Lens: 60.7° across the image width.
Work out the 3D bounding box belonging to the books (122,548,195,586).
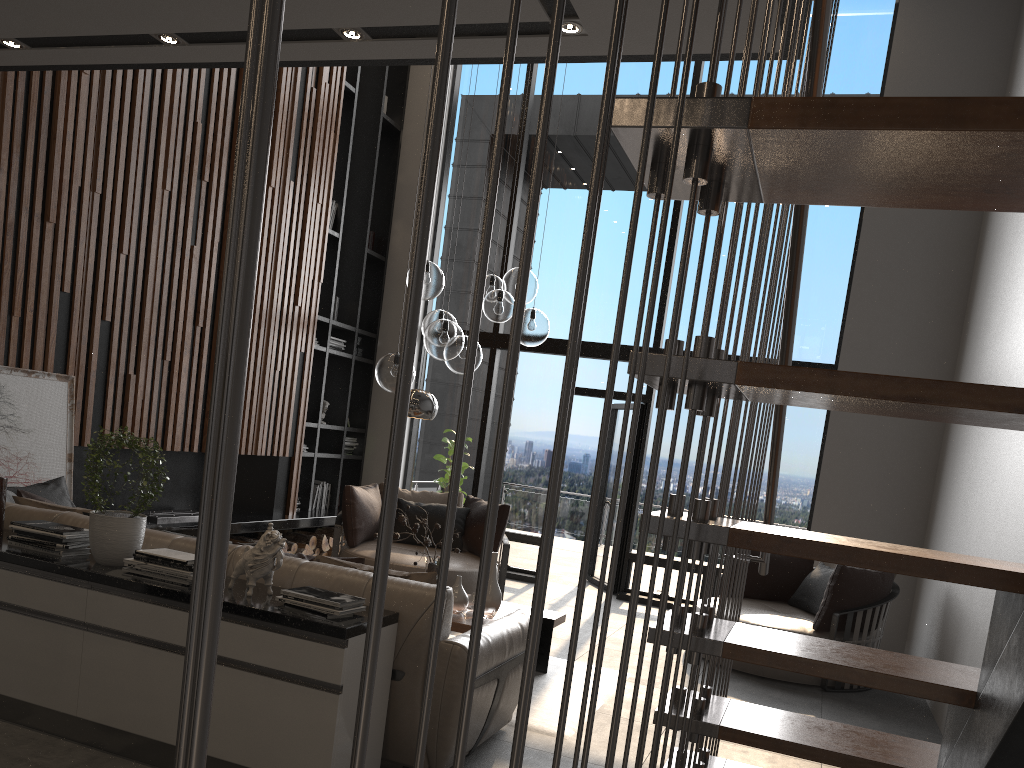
[{"bbox_3d":[-1.345,0.726,3.487,0.345,0.101,0.194,7,-2,19],"label":"books"}]

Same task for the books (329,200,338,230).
[{"bbox_3d":[-1.844,-1.634,8.324,0.184,0.302,0.368,9,0,20],"label":"books"}]

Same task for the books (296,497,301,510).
[{"bbox_3d":[-2.250,1.160,8.565,0.217,0.128,0.339,7,-3,19],"label":"books"}]

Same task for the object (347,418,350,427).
[{"bbox_3d":[-1.827,0.314,9.401,0.130,0.284,0.251,8,2,12],"label":"object"}]

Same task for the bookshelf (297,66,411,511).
[{"bbox_3d":[-1.743,-1.375,8.772,0.335,5.375,1.452,10,5,20],"label":"bookshelf"}]

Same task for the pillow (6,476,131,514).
[{"bbox_3d":[-2.438,0.819,4.695,0.767,0.552,1.366,8,-2,-40],"label":"pillow"}]

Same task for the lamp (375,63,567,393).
[{"bbox_3d":[-0.005,-2.377,5.161,1.223,5.053,1.223,9,5,17],"label":"lamp"}]

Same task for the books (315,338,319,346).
[{"bbox_3d":[-2.032,-0.429,8.427,0.325,0.072,0.175,7,-3,19],"label":"books"}]

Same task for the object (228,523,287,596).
[{"bbox_3d":[-0.983,0.671,3.381,0.204,0.293,0.136,10,4,39],"label":"object"}]

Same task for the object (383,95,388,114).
[{"bbox_3d":[-1.378,-2.873,9.099,0.082,0.263,0.134,10,4,30],"label":"object"}]

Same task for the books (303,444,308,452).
[{"bbox_3d":[-2.152,0.606,8.504,0.217,0.079,0.323,7,-3,19],"label":"books"}]

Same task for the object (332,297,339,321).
[{"bbox_3d":[-1.818,-0.749,8.842,0.104,0.262,0.103,8,4,-1],"label":"object"}]

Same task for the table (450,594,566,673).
[{"bbox_3d":[-0.497,1.548,5.524,1.442,0.358,0.900,7,-3,19],"label":"table"}]

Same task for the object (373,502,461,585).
[{"bbox_3d":[-0.613,1.054,5.537,0.544,0.610,0.313,7,3,-10],"label":"object"}]

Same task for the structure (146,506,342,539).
[{"bbox_3d":[-2.827,1.253,6.614,0.662,0.461,6.552,7,-4,20],"label":"structure"}]

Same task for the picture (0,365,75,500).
[{"bbox_3d":[-2.938,0.412,5.260,0.100,1.009,0.728,10,3,20],"label":"picture"}]

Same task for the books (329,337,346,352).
[{"bbox_3d":[-1.856,-0.404,8.880,0.217,0.129,0.323,7,-2,19],"label":"books"}]

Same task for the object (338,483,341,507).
[{"bbox_3d":[-1.886,1.198,9.429,0.080,0.269,0.082,12,6,41],"label":"object"}]

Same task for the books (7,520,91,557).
[{"bbox_3d":[-1.953,0.653,3.701,0.323,0.100,0.205,7,-2,19],"label":"books"}]

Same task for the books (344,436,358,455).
[{"bbox_3d":[-1.843,0.651,9.412,0.216,0.192,0.374,8,-2,20],"label":"books"}]

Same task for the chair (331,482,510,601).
[{"bbox_3d":[-0.774,1.363,7.445,1.456,0.908,1.461,9,-2,-44],"label":"chair"}]

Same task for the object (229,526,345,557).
[{"bbox_3d":[-2.276,1.463,7.684,0.432,0.393,4.053,8,-3,21],"label":"object"}]

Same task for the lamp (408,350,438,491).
[{"bbox_3d":[-0.838,0.640,7.595,0.320,2.357,2.015,7,2,-3],"label":"lamp"}]

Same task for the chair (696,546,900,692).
[{"bbox_3d":[2.145,1.709,6.721,1.426,0.908,1.492,7,-1,36],"label":"chair"}]

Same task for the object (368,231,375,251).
[{"bbox_3d":[-1.519,-1.496,9.289,0.102,0.232,0.100,8,4,4],"label":"object"}]

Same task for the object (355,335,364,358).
[{"bbox_3d":[-1.648,-0.399,9.320,0.059,0.236,0.188,10,2,23],"label":"object"}]

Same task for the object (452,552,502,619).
[{"bbox_3d":[-0.205,1.190,5.243,0.312,0.402,0.321,9,2,39],"label":"object"}]

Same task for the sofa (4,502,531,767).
[{"bbox_3d":[-1.393,1.140,4.740,3.220,0.827,1.881,7,-2,19],"label":"sofa"}]

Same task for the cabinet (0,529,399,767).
[{"bbox_3d":[-3.041,-0.559,0.985,3.593,3.271,6.220,8,-2,20],"label":"cabinet"}]

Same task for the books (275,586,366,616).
[{"bbox_3d":[-0.711,0.816,3.286,0.291,0.055,0.184,6,-3,24],"label":"books"}]

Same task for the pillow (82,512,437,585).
[{"bbox_3d":[-1.178,0.947,4.147,1.927,0.505,0.543,7,0,18],"label":"pillow"}]

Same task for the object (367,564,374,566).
[{"bbox_3d":[-0.908,1.197,5.331,0.151,0.213,0.077,9,4,29],"label":"object"}]

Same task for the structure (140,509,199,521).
[{"bbox_3d":[-2.713,1.067,7.023,0.297,0.104,0.713,7,-4,20],"label":"structure"}]

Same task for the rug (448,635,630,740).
[{"bbox_3d":[-0.533,1.711,5.411,2.282,0.020,1.613,6,-4,19],"label":"rug"}]

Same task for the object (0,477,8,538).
[{"bbox_3d":[-2.274,0.533,3.820,0.108,0.271,0.109,10,5,25],"label":"object"}]

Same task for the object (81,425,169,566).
[{"bbox_3d":[-1.600,0.455,3.581,0.385,0.582,0.213,8,4,0],"label":"object"}]

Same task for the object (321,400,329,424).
[{"bbox_3d":[-1.954,0.284,8.936,0.139,0.247,0.134,6,4,-30],"label":"object"}]

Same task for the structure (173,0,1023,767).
[{"bbox_3d":[0.846,-1.394,0.698,1.169,6.116,3.591,9,3,20],"label":"structure"}]

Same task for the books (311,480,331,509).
[{"bbox_3d":[-2.043,1.145,9.082,0.173,0.290,0.333,9,1,20],"label":"books"}]
